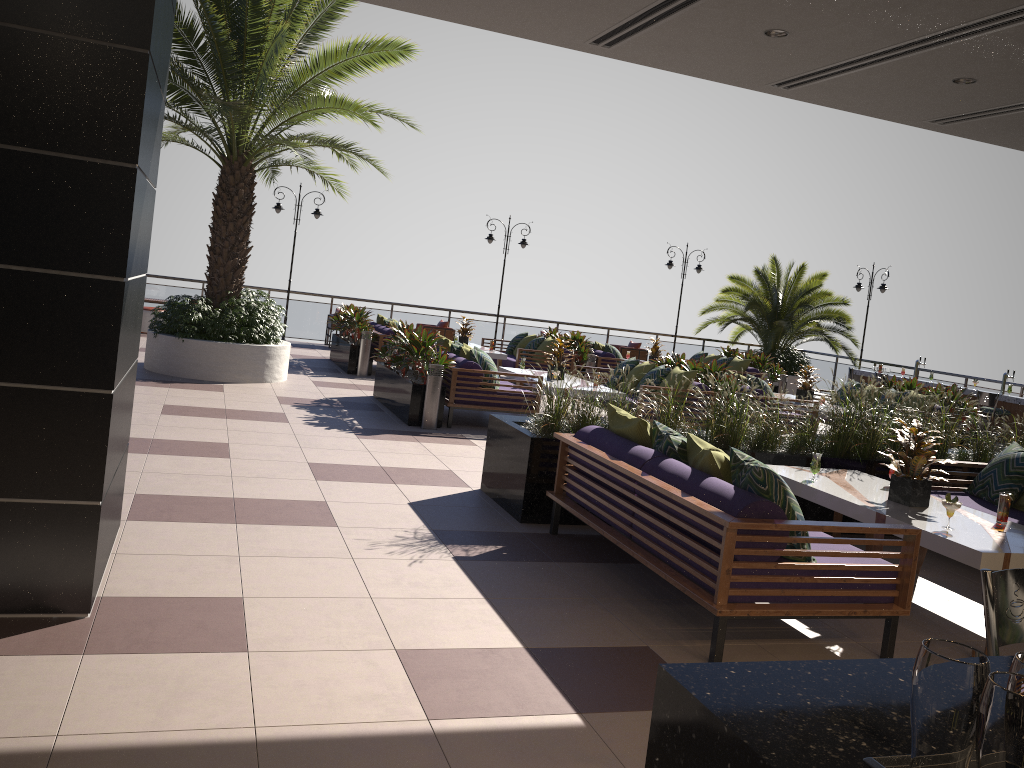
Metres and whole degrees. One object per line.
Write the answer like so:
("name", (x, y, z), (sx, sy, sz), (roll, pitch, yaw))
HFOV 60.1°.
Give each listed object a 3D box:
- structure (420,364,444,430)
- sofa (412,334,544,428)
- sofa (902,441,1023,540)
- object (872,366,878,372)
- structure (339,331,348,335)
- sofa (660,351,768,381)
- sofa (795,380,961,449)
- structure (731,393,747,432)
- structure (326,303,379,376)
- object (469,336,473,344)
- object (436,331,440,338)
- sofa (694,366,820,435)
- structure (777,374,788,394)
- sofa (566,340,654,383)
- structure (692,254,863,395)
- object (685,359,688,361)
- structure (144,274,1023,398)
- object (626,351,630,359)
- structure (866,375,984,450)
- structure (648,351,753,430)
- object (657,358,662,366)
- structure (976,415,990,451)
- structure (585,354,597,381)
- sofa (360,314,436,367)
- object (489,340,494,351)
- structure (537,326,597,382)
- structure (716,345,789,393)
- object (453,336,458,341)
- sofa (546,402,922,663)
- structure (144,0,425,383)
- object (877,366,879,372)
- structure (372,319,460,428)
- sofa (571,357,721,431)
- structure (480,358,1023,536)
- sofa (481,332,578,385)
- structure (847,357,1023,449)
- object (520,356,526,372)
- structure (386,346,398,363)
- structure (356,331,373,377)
("structure", (-0.857, 0.139, 9.558), (0.180, 0.698, 0.100), (6, 2, -19))
("sofa", (-0.500, -0.062, 10.902), (1.116, 0.917, 2.138), (6, 5, -19))
("sofa", (3.889, 0.972, 6.078), (1.116, 0.917, 2.138), (6, 5, -19))
("object", (7.412, -0.258, 18.103), (0.105, 0.208, 0.106), (4, 4, -44))
("structure", (-3.060, -0.792, 16.043), (0.180, 0.698, 0.100), (6, 2, -19))
("sofa", (3.821, -0.158, 17.143), (1.116, 0.917, 2.138), (6, 5, -19))
("sofa", (5.255, 0.448, 12.922), (1.116, 0.917, 2.138), (6, 5, -19))
("structure", (2.757, 0.460, 10.819), (0.180, 0.698, 0.100), (6, 2, -19))
("structure", (-2.706, -0.770, 14.913), (0.735, 1.168, 2.264), (6, 5, -18))
("object", (-0.765, -0.827, 16.206), (0.106, 0.197, 0.106), (8, 3, 14))
("object", (-1.339, -0.867, 15.979), (0.069, 0.180, 0.069), (8, 3, 14))
("sofa", (3.082, 0.254, 12.169), (1.116, 0.917, 2.138), (6, 5, -19))
("structure", (4.973, 0.176, 16.333), (0.180, 0.698, 0.100), (6, 2, -19))
("sofa", (1.645, -0.353, 16.398), (1.116, 0.917, 2.138), (6, 5, -19))
("structure", (6.319, -1.433, 20.957), (3.819, 3.294, 3.746), (10, 5, 38))
("object", (3.217, -0.358, 16.382), (0.068, 0.210, 0.069), (6, 3, -31))
("structure", (1.365, -0.223, 14.056), (17.458, 1.056, 12.995), (5, 6, -19))
("object", (2.254, -0.545, 17.198), (0.068, 0.180, 0.069), (5, 3, -31))
("structure", (6.030, 0.488, 13.192), (0.735, 1.168, 2.264), (6, 5, -18))
("structure", (2.389, 0.166, 11.918), (0.699, 1.169, 2.433), (6, 5, -18))
("object", (2.671, -0.384, 16.073), (0.067, 0.189, 0.084), (8, 3, 11))
("structure", (6.413, 0.784, 12.094), (0.180, 0.698, 0.100), (6, 2, -19))
("structure", (1.317, -0.149, 15.058), (0.180, 0.698, 0.100), (6, 2, -19))
("sofa", (-1.934, -0.668, 15.123), (1.116, 0.917, 2.138), (6, 5, -19))
("object", (-0.347, -0.655, 15.059), (0.067, 0.189, 0.084), (8, 3, 11))
("structure", (0.914, -0.452, 16.200), (0.713, 1.168, 2.262), (6, 5, -23))
("structure", (4.549, -0.127, 17.444), (0.735, 1.168, 2.264), (6, 5, -18))
("object", (-0.943, -0.702, 14.753), (0.082, 0.197, 0.069), (8, 3, 22))
("sofa", (1.120, 0.726, 5.112), (1.116, 0.917, 2.138), (6, 5, -19))
("structure", (-3.647, -3.260, 12.009), (4.741, 6.487, 4.724), (7, 3, -1))
("object", (7.518, -0.250, 18.147), (0.105, 0.208, 0.106), (4, 4, -44))
("structure", (-1.225, -0.156, 10.661), (0.735, 1.168, 2.264), (6, 5, -18))
("sofa", (1.676, 0.133, 11.648), (1.116, 0.917, 2.138), (6, 5, -19))
("structure", (1.986, -0.119, 3.514), (24.665, 3.114, 7.863), (5, 6, -19))
("sofa", (0.239, -0.474, 15.876), (1.116, 0.917, 2.138), (6, 5, -19))
("structure", (7.952, 0.244, 16.180), (0.803, 1.324, 4.427), (6, 6, -19))
("object", (0.141, -0.262, 11.668), (0.068, 0.210, 0.069), (6, 3, -31))
("structure", (-1.618, -0.183, 11.798), (0.180, 0.698, 0.100), (6, 2, -19))
("structure", (-2.297, -0.470, 13.797), (0.180, 0.698, 0.100), (6, 2, -19))
